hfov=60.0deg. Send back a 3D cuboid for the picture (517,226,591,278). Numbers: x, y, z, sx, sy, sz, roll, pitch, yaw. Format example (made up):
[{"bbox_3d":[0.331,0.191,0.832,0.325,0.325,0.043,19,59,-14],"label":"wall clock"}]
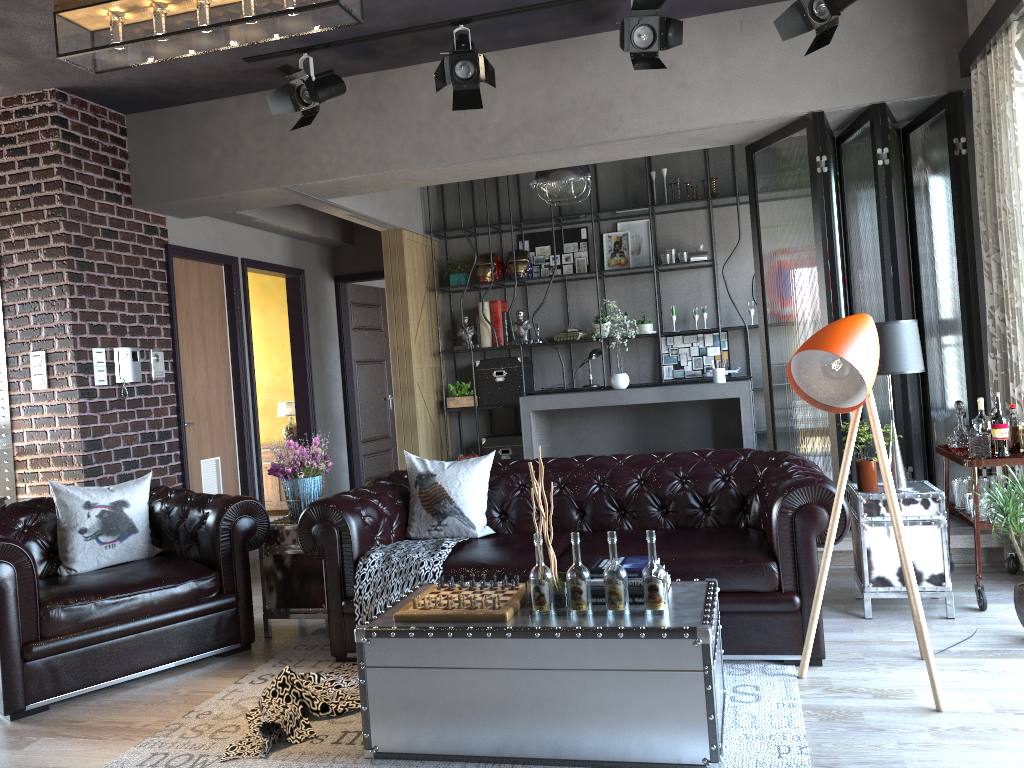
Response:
[{"bbox_3d":[0.428,-1.335,9.146,0.749,0.503,0.058,-4,0,15],"label":"picture"}]

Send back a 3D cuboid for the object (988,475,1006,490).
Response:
[{"bbox_3d":[2.661,0.582,4.856,0.087,0.155,0.087,-4,0,27],"label":"object"}]

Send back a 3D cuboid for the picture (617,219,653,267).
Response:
[{"bbox_3d":[1.236,-1.385,8.901,0.332,0.515,0.119,-4,0,15],"label":"picture"}]

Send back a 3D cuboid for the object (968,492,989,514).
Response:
[{"bbox_3d":[2.407,0.623,4.567,0.095,0.119,0.096,-4,0,32],"label":"object"}]

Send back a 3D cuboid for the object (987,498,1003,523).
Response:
[{"bbox_3d":[2.400,0.626,4.378,0.095,0.119,0.096,-4,0,32],"label":"object"}]

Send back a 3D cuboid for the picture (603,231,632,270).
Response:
[{"bbox_3d":[1.058,-1.321,8.905,0.267,0.414,0.101,-4,0,15],"label":"picture"}]

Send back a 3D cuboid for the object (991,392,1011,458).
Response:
[{"bbox_3d":[2.466,0.206,4.485,0.080,0.329,0.080,-4,0,5],"label":"object"}]

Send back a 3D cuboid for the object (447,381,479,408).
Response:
[{"bbox_3d":[-0.504,0.100,9.018,0.304,0.265,0.180,-4,0,15],"label":"object"}]

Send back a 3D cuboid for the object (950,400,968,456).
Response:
[{"bbox_3d":[2.360,0.231,4.664,0.114,0.292,0.114,-4,0,43],"label":"object"}]

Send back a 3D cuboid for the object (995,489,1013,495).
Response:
[{"bbox_3d":[2.560,0.611,4.600,0.095,0.119,0.096,-4,0,32],"label":"object"}]

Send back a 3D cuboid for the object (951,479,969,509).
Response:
[{"bbox_3d":[2.441,0.600,4.824,0.087,0.155,0.087,-4,0,27],"label":"object"}]

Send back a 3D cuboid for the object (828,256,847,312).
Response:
[{"bbox_3d":[2.808,-0.963,8.480,0.750,0.739,0.185,-4,0,15],"label":"object"}]

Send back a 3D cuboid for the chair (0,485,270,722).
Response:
[{"bbox_3d":[-2.181,1.012,4.590,1.244,0.845,1.493,-4,1,45],"label":"chair"}]

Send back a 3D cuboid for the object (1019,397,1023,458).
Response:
[{"bbox_3d":[2.545,0.214,4.371,0.081,0.308,0.081,-4,0,7],"label":"object"}]

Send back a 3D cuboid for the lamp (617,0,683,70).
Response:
[{"bbox_3d":[0.746,-2.013,5.115,0.359,0.503,0.553,-4,0,-5],"label":"lamp"}]

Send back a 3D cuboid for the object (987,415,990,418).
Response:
[{"bbox_3d":[2.634,0.265,4.880,0.135,0.182,0.052,-5,0,-38],"label":"object"}]

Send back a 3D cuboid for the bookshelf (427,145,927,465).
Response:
[{"bbox_3d":[1.459,-0.732,8.658,4.482,3.283,0.526,-4,0,15],"label":"bookshelf"}]

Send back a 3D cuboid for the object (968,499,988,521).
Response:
[{"bbox_3d":[2.360,0.638,4.481,0.092,0.099,0.092,-5,0,-38],"label":"object"}]

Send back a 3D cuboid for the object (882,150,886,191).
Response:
[{"bbox_3d":[3.260,-1.768,7.948,0.444,0.633,0.401,-4,0,33],"label":"object"}]

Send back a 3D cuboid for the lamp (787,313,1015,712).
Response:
[{"bbox_3d":[2.727,0.339,4.318,3.833,1.457,0.582,-5,0,-33],"label":"lamp"}]

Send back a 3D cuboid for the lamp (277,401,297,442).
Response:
[{"bbox_3d":[-2.341,0.708,9.502,0.291,1.045,0.441,-4,0,-12],"label":"lamp"}]

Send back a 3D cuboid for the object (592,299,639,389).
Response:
[{"bbox_3d":[0.989,-0.380,8.259,0.398,0.852,0.420,-4,0,-29],"label":"object"}]

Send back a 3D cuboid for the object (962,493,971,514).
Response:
[{"bbox_3d":[2.429,0.630,4.673,0.092,0.099,0.092,-5,0,-38],"label":"object"}]

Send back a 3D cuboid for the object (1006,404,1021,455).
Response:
[{"bbox_3d":[2.581,0.234,4.559,0.067,0.257,0.099,-4,0,20],"label":"object"}]

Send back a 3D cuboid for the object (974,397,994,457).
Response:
[{"bbox_3d":[2.421,0.222,4.561,0.081,0.307,0.081,-4,0,-36],"label":"object"}]

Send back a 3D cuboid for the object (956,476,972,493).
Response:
[{"bbox_3d":[2.506,0.594,4.900,0.087,0.155,0.087,-4,0,27],"label":"object"}]

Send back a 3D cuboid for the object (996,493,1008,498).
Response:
[{"bbox_3d":[2.509,0.616,4.489,0.095,0.119,0.096,-4,0,32],"label":"object"}]

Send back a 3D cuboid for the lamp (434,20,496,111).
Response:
[{"bbox_3d":[-0.288,-1.927,5.390,0.359,0.525,0.540,-4,0,0],"label":"lamp"}]

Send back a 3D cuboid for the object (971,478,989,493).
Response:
[{"bbox_3d":[2.544,0.592,4.810,0.087,0.155,0.087,-4,0,27],"label":"object"}]

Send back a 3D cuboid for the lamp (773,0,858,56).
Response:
[{"bbox_3d":[1.716,-2.075,4.850,0.561,0.519,0.359,-5,0,-25],"label":"lamp"}]

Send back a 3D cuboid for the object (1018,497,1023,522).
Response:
[{"bbox_3d":[2.526,0.617,4.348,0.095,0.119,0.096,-4,0,32],"label":"object"}]

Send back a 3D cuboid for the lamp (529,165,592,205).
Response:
[{"bbox_3d":[0.372,-2.095,7.461,0.534,1.149,0.515,-4,0,-8],"label":"lamp"}]

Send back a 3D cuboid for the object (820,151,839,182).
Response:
[{"bbox_3d":[2.744,-1.684,8.088,0.719,1.026,0.650,-4,0,33],"label":"object"}]

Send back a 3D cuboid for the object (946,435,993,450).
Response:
[{"bbox_3d":[2.466,0.321,4.775,0.151,0.092,0.245,-5,1,-34],"label":"object"}]

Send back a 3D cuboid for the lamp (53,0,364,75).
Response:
[{"bbox_3d":[-1.272,-1.938,3.593,1.277,1.108,0.228,-4,0,15],"label":"lamp"}]

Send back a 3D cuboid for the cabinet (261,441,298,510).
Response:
[{"bbox_3d":[-2.784,1.027,9.622,1.431,0.750,0.408,-4,0,15],"label":"cabinet"}]

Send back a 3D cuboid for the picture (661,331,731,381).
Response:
[{"bbox_3d":[1.811,-0.276,8.767,0.665,0.447,0.051,-4,0,15],"label":"picture"}]

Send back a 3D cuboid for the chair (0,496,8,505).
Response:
[{"bbox_3d":[-3.411,1.122,5.606,0.439,0.781,0.439,-4,0,-7],"label":"chair"}]

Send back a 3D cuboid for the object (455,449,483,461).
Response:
[{"bbox_3d":[-0.467,0.848,9.093,0.345,0.362,0.332,-4,0,18],"label":"object"}]

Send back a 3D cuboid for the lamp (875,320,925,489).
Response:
[{"bbox_3d":[1.904,0.105,4.453,0.333,0.832,0.333,-4,0,17],"label":"lamp"}]

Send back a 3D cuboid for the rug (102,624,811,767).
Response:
[{"bbox_3d":[-0.040,1.278,3.904,2.474,0.003,2.255,-4,1,15],"label":"rug"}]

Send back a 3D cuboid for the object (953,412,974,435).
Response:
[{"bbox_3d":[2.507,0.259,4.925,0.087,0.206,0.087,-4,0,40],"label":"object"}]

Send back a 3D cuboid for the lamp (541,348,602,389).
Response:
[{"bbox_3d":[0.616,-0.149,8.907,0.739,0.371,0.205,-4,0,39],"label":"lamp"}]

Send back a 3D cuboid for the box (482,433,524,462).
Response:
[{"bbox_3d":[-0.011,0.753,9.063,0.488,0.481,0.374,-4,0,15],"label":"box"}]

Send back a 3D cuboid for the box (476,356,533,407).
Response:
[{"bbox_3d":[-0.071,-0.030,9.064,0.488,0.481,0.374,-4,0,15],"label":"box"}]

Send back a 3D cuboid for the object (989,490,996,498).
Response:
[{"bbox_3d":[2.588,0.618,4.704,0.092,0.099,0.092,-5,0,-38],"label":"object"}]

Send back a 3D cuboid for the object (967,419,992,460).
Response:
[{"bbox_3d":[2.303,0.279,4.371,0.100,0.211,0.101,-4,0,30],"label":"object"}]

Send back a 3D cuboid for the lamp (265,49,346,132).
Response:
[{"bbox_3d":[-1.279,-1.862,5.650,0.359,0.512,0.559,-4,0,35],"label":"lamp"}]
